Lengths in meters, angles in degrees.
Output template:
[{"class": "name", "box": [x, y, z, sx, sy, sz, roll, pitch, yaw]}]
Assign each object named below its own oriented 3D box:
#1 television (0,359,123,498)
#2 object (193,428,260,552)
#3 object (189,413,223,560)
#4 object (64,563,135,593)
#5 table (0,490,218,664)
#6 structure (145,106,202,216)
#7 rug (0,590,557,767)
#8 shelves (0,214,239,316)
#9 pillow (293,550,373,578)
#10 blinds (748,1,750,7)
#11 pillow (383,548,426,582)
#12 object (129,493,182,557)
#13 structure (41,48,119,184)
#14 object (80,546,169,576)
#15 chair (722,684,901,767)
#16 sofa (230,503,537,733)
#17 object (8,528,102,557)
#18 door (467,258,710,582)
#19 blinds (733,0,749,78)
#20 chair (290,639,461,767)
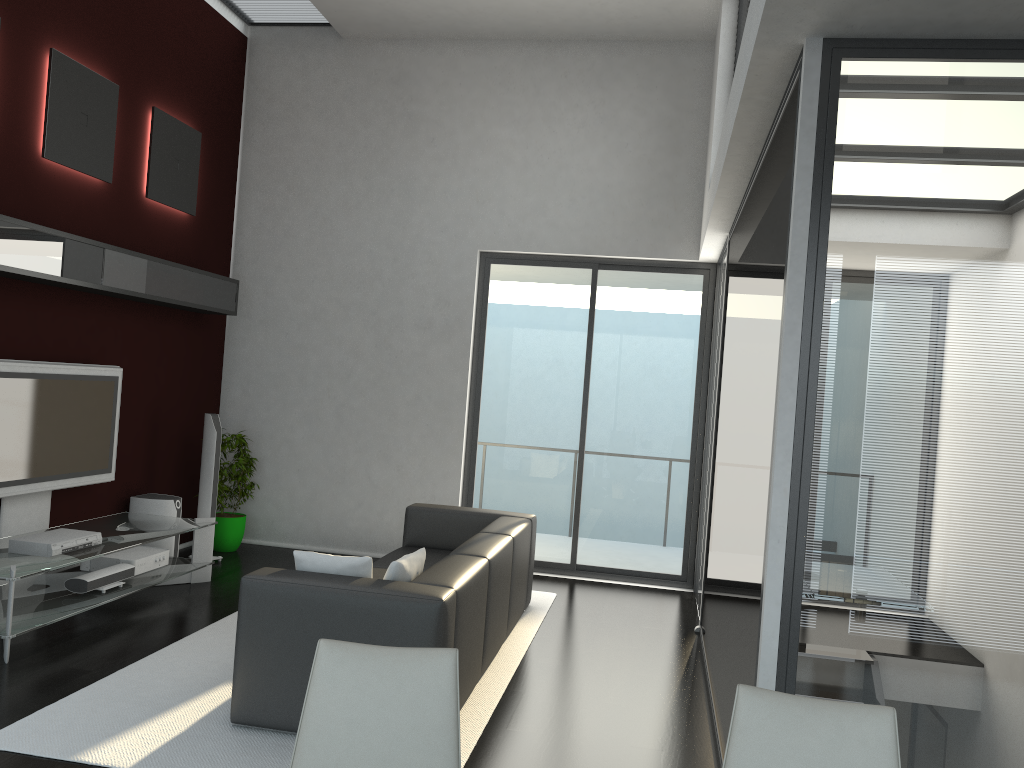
[{"class": "television", "box": [-2.893, 0.266, 5.483, 0.099, 0.807, 1.436, 4, 0, 10]}, {"class": "object", "box": [-2.408, 0.869, 7.477, 0.507, 1.068, 0.599, 4, 0, -5]}, {"class": "object", "box": [-2.401, 0.807, 7.010, 0.215, 1.141, 0.228, 4, 0, 25]}, {"class": "object", "box": [-2.510, 1.187, 5.427, 0.182, 0.090, 0.470, 4, 0, 10]}, {"class": "table", "box": [-2.664, 0.831, 5.460, 0.771, 1.093, 2.046, 4, 0, 10]}, {"class": "structure", "box": [-2.629, -1.708, 6.877, 0.055, 0.676, 0.678, 4, 0, 10]}, {"class": "rug", "box": [-0.884, 1.507, 5.128, 1.875, 0.009, 3.695, 4, 0, 10]}, {"class": "shelves", "box": [-3.051, -0.790, 4.073, 0.305, 0.301, 6.988, 4, 0, 10]}, {"class": "pillow", "box": [-0.813, 0.943, 4.071, 0.376, 0.358, 0.186, 4, 0, 11]}, {"class": "blinds", "box": [1.258, -2.087, 4.450, 0.048, 1.372, 1.076, 4, 0, 10]}, {"class": "pillow", "box": [-0.532, 0.963, 4.123, 0.169, 0.361, 0.376, 4, 0, 12]}, {"class": "object", "box": [-2.672, 1.112, 6.683, 0.323, 0.518, 0.286, 4, 0, 10]}, {"class": "structure", "box": [-2.816, -1.726, 5.785, 0.055, 0.676, 0.678, 4, 0, 10]}, {"class": "object", "box": [-2.612, 1.191, 6.014, 0.412, 0.106, 0.449, 4, 0, 10]}, {"class": "chair", "box": [0.523, 1.120, 1.570, 0.471, 0.959, 0.612, 4, 0, 15]}, {"class": "sofa", "box": [-0.521, 1.191, 5.083, 0.943, 0.652, 2.781, 4, 0, 10]}, {"class": "object", "box": [-2.626, 0.914, 5.121, 0.273, 0.073, 0.439, 4, 0, 10]}, {"class": "door", "box": [0.613, 0.276, 7.513, 1.900, 2.600, 0.050, 4, 0, 10]}, {"class": "blinds", "box": [1.447, -2.070, 5.554, 0.048, 1.372, 1.076, 4, 0, 10]}, {"class": "chair", "box": [-0.309, 1.059, 1.700, 0.471, 0.959, 0.612, 4, 0, 0]}]
